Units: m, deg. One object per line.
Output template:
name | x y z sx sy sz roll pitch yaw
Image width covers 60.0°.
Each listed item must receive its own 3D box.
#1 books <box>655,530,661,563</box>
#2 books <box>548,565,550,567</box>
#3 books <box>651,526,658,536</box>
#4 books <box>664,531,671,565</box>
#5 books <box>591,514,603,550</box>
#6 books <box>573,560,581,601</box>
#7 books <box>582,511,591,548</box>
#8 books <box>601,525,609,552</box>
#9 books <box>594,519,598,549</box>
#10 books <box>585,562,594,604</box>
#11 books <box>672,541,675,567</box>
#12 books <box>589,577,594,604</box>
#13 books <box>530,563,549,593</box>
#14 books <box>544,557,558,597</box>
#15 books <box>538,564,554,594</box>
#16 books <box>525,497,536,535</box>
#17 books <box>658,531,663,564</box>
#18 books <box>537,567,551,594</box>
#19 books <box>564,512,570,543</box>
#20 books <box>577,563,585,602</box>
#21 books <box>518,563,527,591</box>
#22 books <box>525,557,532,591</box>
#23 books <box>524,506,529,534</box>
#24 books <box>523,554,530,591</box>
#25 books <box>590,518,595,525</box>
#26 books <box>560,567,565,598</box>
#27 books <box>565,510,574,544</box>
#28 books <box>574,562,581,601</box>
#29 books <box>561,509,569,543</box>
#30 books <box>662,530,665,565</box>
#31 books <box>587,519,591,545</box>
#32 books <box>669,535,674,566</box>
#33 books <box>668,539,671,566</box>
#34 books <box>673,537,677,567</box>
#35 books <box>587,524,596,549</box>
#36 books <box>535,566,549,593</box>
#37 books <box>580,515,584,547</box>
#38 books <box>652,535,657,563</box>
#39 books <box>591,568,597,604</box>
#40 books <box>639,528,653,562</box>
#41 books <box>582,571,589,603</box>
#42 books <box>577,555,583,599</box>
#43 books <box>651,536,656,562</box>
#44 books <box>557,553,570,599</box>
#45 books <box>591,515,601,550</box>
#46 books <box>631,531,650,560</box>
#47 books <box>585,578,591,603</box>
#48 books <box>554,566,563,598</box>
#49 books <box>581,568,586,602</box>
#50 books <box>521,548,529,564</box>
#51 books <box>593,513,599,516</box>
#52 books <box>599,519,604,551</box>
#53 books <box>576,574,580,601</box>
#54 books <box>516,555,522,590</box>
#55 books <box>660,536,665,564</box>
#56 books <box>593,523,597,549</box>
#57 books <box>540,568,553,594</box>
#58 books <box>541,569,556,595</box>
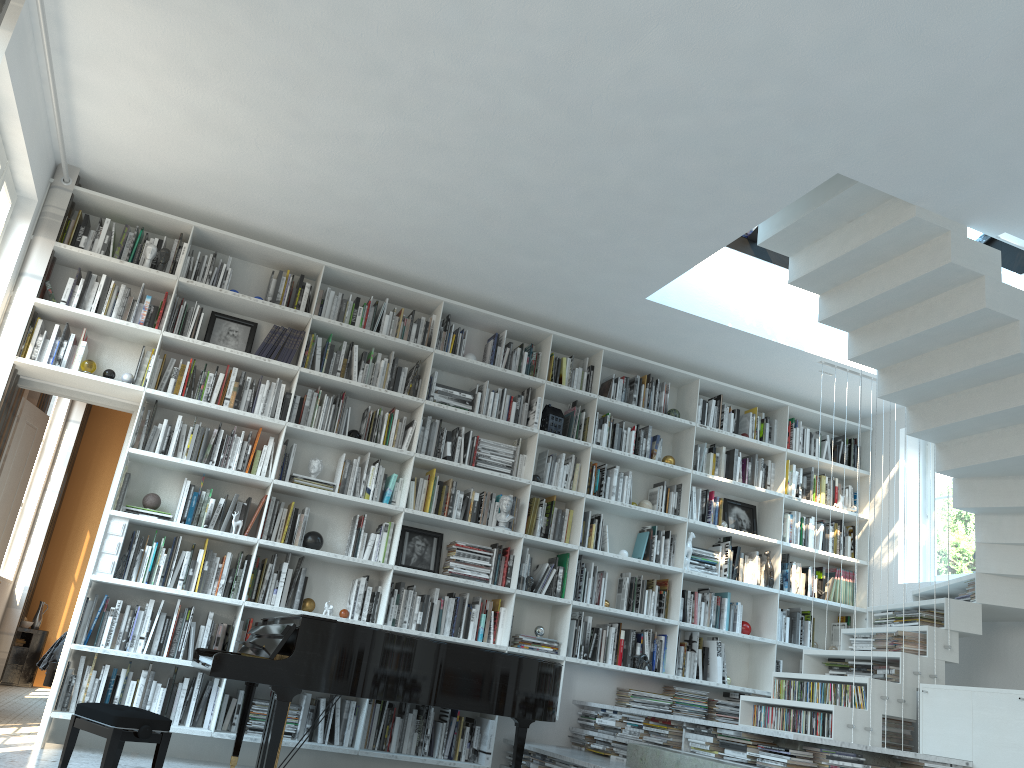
books | 1.035 1.214 6.519 0.018 0.262 0.165 15 -19 -19
books | 0.178 1.360 6.130 0.095 0.225 0.144 15 -20 -19
books | 1.012 1.197 6.529 0.013 0.294 0.154 15 -19 -19
books | 1.106 1.224 6.531 0.012 0.272 0.184 15 -19 -19
books | 0.596 1.083 6.374 0.013 0.286 0.159 15 -19 -19
books | 0.416 1.387 6.214 0.018 0.294 0.178 15 -19 -19
books | 0.500 1.051 6.313 0.013 0.278 0.192 15 -20 -19
books | 0.645 1.128 6.361 0.051 0.209 0.177 15 -20 -19
books | 0.567 1.098 6.361 0.017 0.242 0.133 15 -19 -19
books | 0.515 1.410 6.238 0.014 0.296 0.175 15 -19 -19
books | 1.144 1.272 6.557 0.023 0.211 0.164 15 -20 -19
books | 0.520 1.463 6.245 0.013 0.202 0.167 15 -20 -19
books | 0.157 1.344 6.097 0.095 0.227 0.190 15 -20 -19
books | 0.270 1.353 6.168 0.013 0.284 0.139 15 -19 -19
books | 0.205 1.358 6.135 0.094 0.238 0.150 15 -19 -19
books | 0.105 0.942 6.195 0.035 0.292 0.145 15 -19 -19
books | 1.050 1.220 6.524 0.015 0.258 0.152 15 -19 -19
books | 0.188 1.369 6.127 0.090 0.211 0.143 15 -20 -19
books | 0.356 1.040 6.297 0.019 0.247 0.149 15 -19 -19
books | 0.459 1.401 6.218 0.005 0.282 0.159 15 -19 -19
books | 0.042 1.328 6.055 0.027 0.191 0.183 15 -20 -19
books | 0.088 1.322 6.104 0.035 0.247 0.141 15 -19 -19
books | 0.064 0.962 6.202 0.013 0.246 0.177 15 -20 -19
books | 0.068 1.308 6.099 0.012 0.265 0.158 15 -19 -19
books | 0.538 1.088 6.347 0.008 0.241 0.169 15 -20 -19
books | 0.312 1.390 6.165 0.021 0.225 0.148 15 -19 -19
books | 0.376 1.035 6.304 0.033 0.267 0.142 15 -19 -19
books | 0.427 1.396 6.214 0.006 0.280 0.155 15 -19 -19
books | 0.346 1.023 6.281 0.032 0.265 0.143 15 -19 -19
books | 1.078 1.224 6.544 0.032 0.273 0.155 15 -19 -19
books | 0.512 1.076 6.344 0.013 0.255 0.145 15 -19 -19
books | 1.138 1.245 6.544 0.011 0.252 0.169 15 -19 -19
books | 1.119 1.250 6.554 0.013 0.244 0.159 15 -19 -19
books | 1.165 1.258 6.559 0.010 0.244 0.159 15 -19 -19
books | 0.533 1.102 6.311 0.017 0.191 0.192 15 -20 -19
books | 0.170 1.358 6.104 0.089 0.209 0.176 15 -20 -19
books | 0.454 1.040 6.314 0.035 0.286 0.192 15 -19 -19
books | 1.001 1.226 6.498 0.013 0.218 0.187 15 -20 -19
books | 0.540 1.433 6.248 0.012 0.266 0.183 15 -20 -19
books | 0.974 1.198 6.501 0.021 0.263 0.174 15 -19 -19
books | 0.477 1.431 6.209 0.011 0.225 0.188 15 -20 -19
books | 0.442 1.377 6.245 0.007 0.340 0.150 15 -19 -19
books | 0.991 1.227 6.494 0.006 0.209 0.188 15 -20 -19
books | 0.336 1.348 6.184 0.014 0.323 0.183 15 -19 -19
books | 0.583 1.086 6.361 0.006 0.269 0.179 15 -19 -19
books | 0.935 1.202 6.491 0.056 0.240 0.154 15 -19 -19
books | 0.494 1.458 6.217 0.013 0.185 0.184 15 -20 -19
books | 0.293 1.383 6.146 0.029 0.222 0.171 15 -20 -19
books | 0.464 1.420 6.218 0.013 0.248 0.165 15 -19 -19
books | 0.063 1.284 6.093 0.013 0.305 0.141 15 -19 -19
books | 0.592 1.090 6.417 0.011 0.299 0.089 15 -19 -19
books | 0.611 1.106 6.383 0.007 0.253 0.161 15 -19 -19
books | 0.427 1.436 6.212 0.013 0.203 0.154 15 -20 -19
books | 0.014 1.298 6.073 0.028 0.252 0.143 15 -19 -19
books | 1.062 1.238 6.516 0.012 0.223 0.178 15 -20 -19
books | 0.558 1.106 6.342 0.007 0.211 0.158 15 -20 -19
books | 0.204 1.374 6.141 0.090 0.214 0.139 15 -20 -19
books | 0.219 1.380 6.134 0.091 0.204 0.169 15 -20 -19
